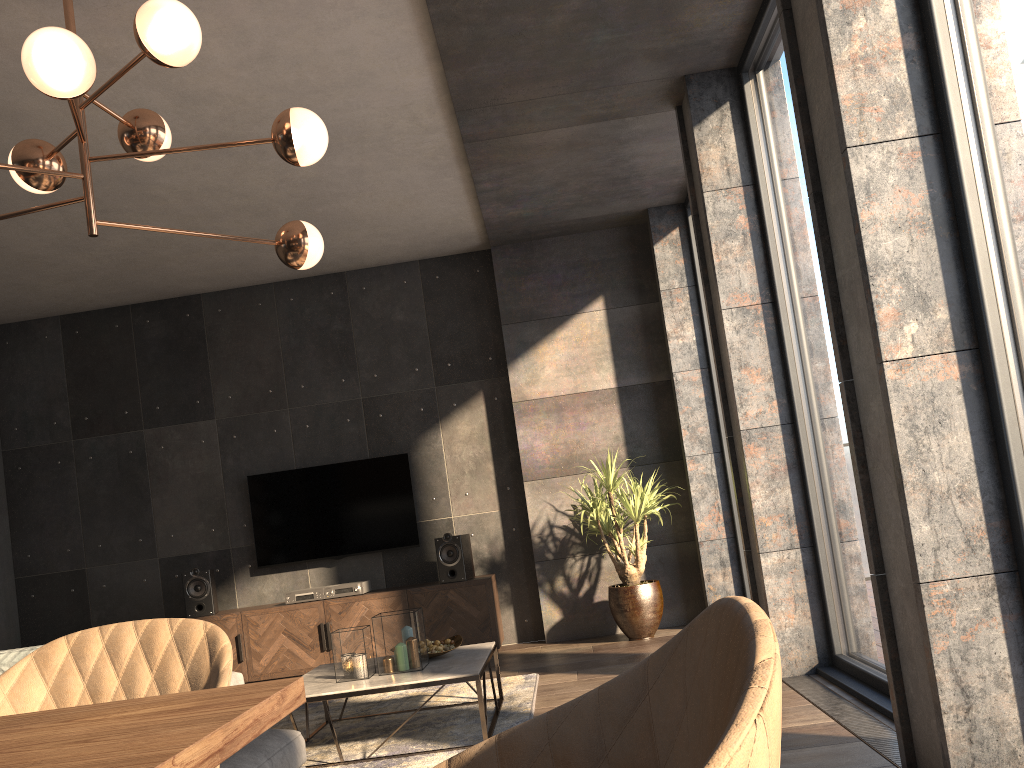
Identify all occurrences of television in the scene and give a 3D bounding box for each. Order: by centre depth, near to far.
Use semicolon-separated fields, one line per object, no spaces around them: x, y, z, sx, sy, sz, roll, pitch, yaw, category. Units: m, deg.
-1.371;0.985;6.793;1.266;0.731;0.057;-8;-4;3;television

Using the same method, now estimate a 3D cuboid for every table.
-0.932;0.760;0.634;1.467;0.764;0.775;-8;-6;3;table
-0.547;1.478;4.108;0.931;0.307;0.939;-8;-8;2;table

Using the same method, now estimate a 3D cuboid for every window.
1.249;-0.363;2.587;0.199;2.973;7.331;-8;-8;2;window

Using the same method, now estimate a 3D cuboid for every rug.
-0.788;1.605;3.684;1.730;0.020;3.172;-8;-9;2;rug

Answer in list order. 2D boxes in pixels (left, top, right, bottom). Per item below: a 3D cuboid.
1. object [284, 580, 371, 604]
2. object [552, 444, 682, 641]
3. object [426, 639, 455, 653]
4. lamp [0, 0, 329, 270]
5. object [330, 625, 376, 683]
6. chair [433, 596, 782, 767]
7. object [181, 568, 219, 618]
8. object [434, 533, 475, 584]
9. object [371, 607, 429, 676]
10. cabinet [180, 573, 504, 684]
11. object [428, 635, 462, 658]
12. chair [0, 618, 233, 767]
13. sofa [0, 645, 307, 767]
-1.342;1.525;6.462;0.573;0.087;0.273;-8;-8;3;object
0.754;1.110;6.231;0.959;1.351;1.024;-12;-7;33;object
-0.418;1.295;4.303;0.277;0.071;0.327;-7;-9;-8;object
-1.359;-0.992;2.947;1.459;1.031;1.027;-5;-7;-21;lamp
-0.712;1.211;3.969;0.148;0.219;0.151;-8;-5;2;object
-0.029;0.594;0.591;0.511;0.830;0.559;-9;-5;7;chair
-2.298;1.529;6.504;0.198;0.352;0.252;-7;-6;-13;object
-0.417;1.253;6.413;0.199;0.352;0.250;-9;-6;12;object
-0.506;1.171;4.027;0.199;0.259;0.198;-8;-6;2;object
-1.294;1.849;6.510;2.409;0.547;0.545;-8;-6;3;cabinet
-0.416;1.291;4.295;0.346;0.083;0.351;-5;-9;-20;object
-0.627;0.772;1.190;0.557;0.830;0.513;-9;-5;12;chair
-1.680;1.282;3.331;2.024;0.778;2.937;-8;-9;2;sofa
